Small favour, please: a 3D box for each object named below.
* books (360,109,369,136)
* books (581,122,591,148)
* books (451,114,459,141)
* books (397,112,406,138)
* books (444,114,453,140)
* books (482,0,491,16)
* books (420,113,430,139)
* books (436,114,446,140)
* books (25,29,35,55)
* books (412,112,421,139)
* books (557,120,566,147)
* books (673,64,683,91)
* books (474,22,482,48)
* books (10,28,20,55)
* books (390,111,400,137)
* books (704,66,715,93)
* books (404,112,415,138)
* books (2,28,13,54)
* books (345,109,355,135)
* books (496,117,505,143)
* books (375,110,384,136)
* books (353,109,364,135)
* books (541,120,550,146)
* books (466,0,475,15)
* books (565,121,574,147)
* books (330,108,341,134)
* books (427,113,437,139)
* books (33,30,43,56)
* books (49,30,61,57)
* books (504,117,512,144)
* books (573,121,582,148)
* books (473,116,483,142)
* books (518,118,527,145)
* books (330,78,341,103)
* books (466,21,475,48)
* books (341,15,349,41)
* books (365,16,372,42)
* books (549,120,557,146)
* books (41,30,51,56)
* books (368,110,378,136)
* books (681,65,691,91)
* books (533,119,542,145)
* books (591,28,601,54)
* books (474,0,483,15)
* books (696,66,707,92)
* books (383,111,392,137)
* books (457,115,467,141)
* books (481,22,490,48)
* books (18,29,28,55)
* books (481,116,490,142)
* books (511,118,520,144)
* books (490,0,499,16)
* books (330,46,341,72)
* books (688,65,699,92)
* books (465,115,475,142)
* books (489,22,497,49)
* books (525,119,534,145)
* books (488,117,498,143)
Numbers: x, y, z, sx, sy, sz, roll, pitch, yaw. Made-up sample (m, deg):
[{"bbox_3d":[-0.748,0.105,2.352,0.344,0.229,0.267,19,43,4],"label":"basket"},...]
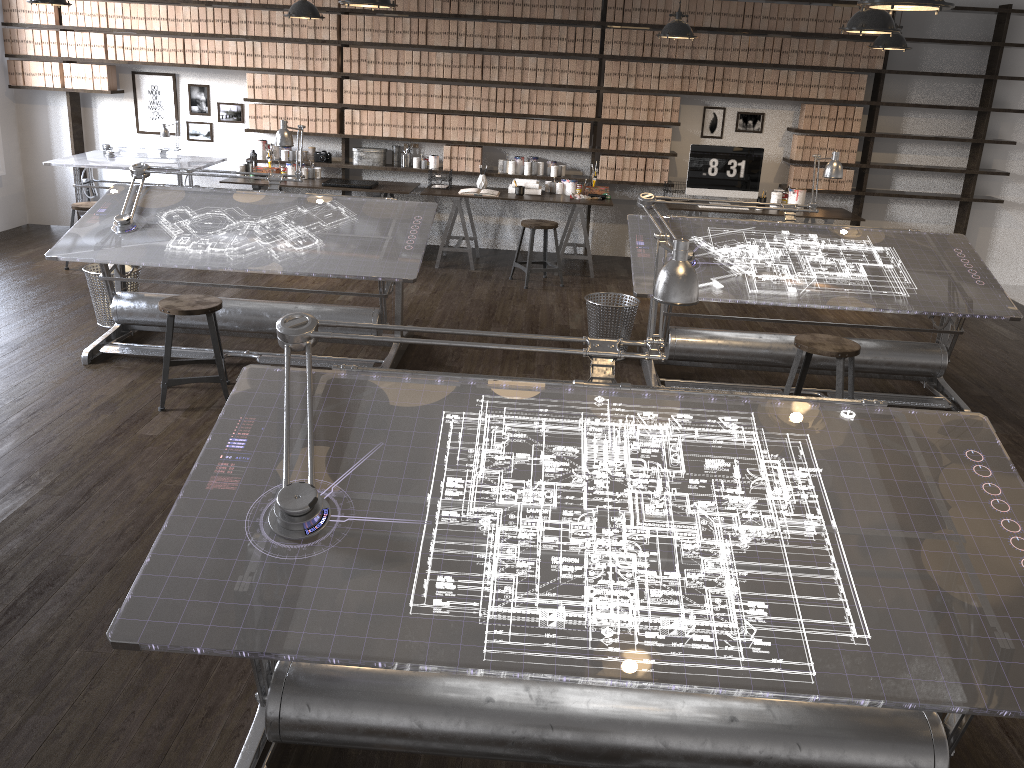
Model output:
[{"bbox_3d":[-1.355,-2.424,8.207,0.067,0.222,0.177,4,18,2],"label":"books"},{"bbox_3d":[0.679,-2.287,8.134,0.067,0.222,0.177,4,18,2],"label":"books"},{"bbox_3d":[-0.520,-2.367,8.176,0.067,0.222,0.177,4,18,2],"label":"books"},{"bbox_3d":[-1.014,-2.398,8.189,0.067,0.222,0.177,4,18,2],"label":"books"},{"bbox_3d":[-0.586,-2.372,8.181,0.067,0.222,0.177,4,18,2],"label":"books"},{"bbox_3d":[-0.219,-3.378,7.849,0.067,0.222,0.177,4,18,2],"label":"books"},{"bbox_3d":[-0.805,-2.385,8.184,0.067,0.222,0.177,4,18,2],"label":"books"},{"bbox_3d":[-0.660,-2.375,8.178,0.067,0.222,0.177,4,18,2],"label":"books"},{"bbox_3d":[-4.388,-3.140,8.146,0.067,0.222,0.177,4,18,2],"label":"books"},{"bbox_3d":[-0.876,-2.391,8.190,0.067,0.222,0.177,4,18,2],"label":"books"},{"bbox_3d":[0.452,-2.301,8.140,0.067,0.222,0.177,4,18,2],"label":"books"},{"bbox_3d":[1.483,-2.748,7.944,0.067,0.222,0.177,4,18,2],"label":"books"},{"bbox_3d":[-0.296,-3.121,7.929,0.067,0.222,0.177,4,18,2],"label":"books"},{"bbox_3d":[-4.529,-3.151,8.155,0.067,0.222,0.177,4,18,2],"label":"books"},{"bbox_3d":[-1.080,-2.405,8.196,0.067,0.222,0.177,4,18,2],"label":"books"},{"bbox_3d":[1.762,-2.731,7.940,0.067,0.222,0.177,4,18,2],"label":"books"},{"bbox_3d":[-0.947,-2.396,8.192,0.067,0.222,0.177,4,18,2],"label":"books"},{"bbox_3d":[-4.596,-3.153,8.152,0.067,0.222,0.177,4,18,2],"label":"books"},{"bbox_3d":[-1.497,-2.431,8.205,0.067,0.222,0.177,4,18,2],"label":"books"},{"bbox_3d":[-0.104,-2.338,8.159,0.067,0.222,0.177,4,18,2],"label":"books"},{"bbox_3d":[-1.216,-2.412,8.197,0.067,0.222,0.177,4,18,2],"label":"books"},{"bbox_3d":[-1.425,-2.427,8.206,0.067,0.222,0.177,4,18,2],"label":"books"},{"bbox_3d":[0.307,-2.311,8.146,0.067,0.222,0.177,4,18,2],"label":"books"},{"bbox_3d":[-0.361,-3.385,7.847,0.067,0.222,0.177,4,18,2],"label":"books"},{"bbox_3d":[0.526,-2.298,8.142,0.067,0.222,0.177,4,18,2],"label":"books"},{"bbox_3d":[-1.630,-2.440,8.211,0.067,0.222,0.177,4,18,2],"label":"books"},{"bbox_3d":[-0.734,-2.382,8.186,0.067,0.222,0.177,4,18,2],"label":"books"},{"bbox_3d":[-4.316,-3.137,8.148,0.067,0.222,0.177,4,18,2],"label":"books"},{"bbox_3d":[-4.168,-3.127,8.143,0.067,0.222,0.177,4,18,2],"label":"books"},{"bbox_3d":[-0.031,-2.334,8.158,0.067,0.222,0.177,4,18,2],"label":"books"},{"bbox_3d":[0.601,-2.291,8.135,0.067,0.222,0.177,4,18,2],"label":"books"},{"bbox_3d":[-0.313,-2.353,8.168,0.067,0.222,0.177,4,18,2],"label":"books"},{"bbox_3d":[0.098,-2.324,8.151,0.067,0.222,0.177,4,18,2],"label":"books"},{"bbox_3d":[-1.612,-2.693,8.130,0.067,0.222,0.177,4,18,2],"label":"books"},{"bbox_3d":[-0.368,-3.125,7.930,0.067,0.222,0.177,4,18,2],"label":"books"},{"bbox_3d":[-1.484,-3.201,7.973,0.067,0.222,0.177,4,18,2],"label":"books"},{"bbox_3d":[-1.272,-3.186,7.962,0.067,0.222,0.177,4,18,2],"label":"books"},{"bbox_3d":[0.378,-2.308,8.148,0.067,0.222,0.177,4,18,2],"label":"books"},{"bbox_3d":[-4.242,-3.130,8.140,0.067,0.222,0.177,4,18,2],"label":"books"},{"bbox_3d":[-1.285,-2.418,8.203,0.067,0.222,0.177,4,18,2],"label":"books"},{"bbox_3d":[1.550,-2.745,7.947,0.067,0.222,0.177,4,18,2],"label":"books"},{"bbox_3d":[0.236,-2.317,8.152,0.067,0.222,0.177,4,18,2],"label":"books"},{"bbox_3d":[0.749,-3.051,7.894,0.067,0.222,0.177,4,18,2],"label":"books"},{"bbox_3d":[-0.288,-3.381,7.848,0.067,0.222,0.177,4,18,2],"label":"books"},{"bbox_3d":[1.691,-2.734,7.938,0.067,0.222,0.177,4,18,2],"label":"books"},{"bbox_3d":[-1.143,-2.408,8.196,0.067,0.222,0.177,4,18,2],"label":"books"},{"bbox_3d":[-0.458,-2.361,8.170,0.067,0.222,0.177,4,18,2],"label":"books"},{"bbox_3d":[-0.233,-3.117,7.928,0.067,0.222,0.177,4,18,2],"label":"books"},{"bbox_3d":[-4.458,-3.146,8.153,0.067,0.222,0.177,4,18,2],"label":"books"},{"bbox_3d":[-0.243,-2.349,8.169,0.067,0.222,0.177,4,18,2],"label":"books"},{"bbox_3d":[0.031,-2.330,8.158,0.067,0.222,0.177,4,18,2],"label":"books"},{"bbox_3d":[-0.149,-3.373,7.845,0.067,0.222,0.177,4,18,2],"label":"books"},{"bbox_3d":[-1.600,-2.956,8.055,0.067,0.222,0.177,4,18,2],"label":"books"},{"bbox_3d":[1.621,-2.740,7.945,0.067,0.222,0.177,4,18,2],"label":"books"},{"bbox_3d":[-0.385,-2.356,8.167,0.067,0.222,0.177,4,18,2],"label":"books"},{"bbox_3d":[-0.166,-3.111,7.922,0.067,0.222,0.177,4,18,2],"label":"books"},{"bbox_3d":[0.165,-2.322,8.154,0.067,0.222,0.177,4,18,2],"label":"books"},{"bbox_3d":[-0.174,-2.344,8.165,0.067,0.222,0.177,4,18,2],"label":"books"}]
